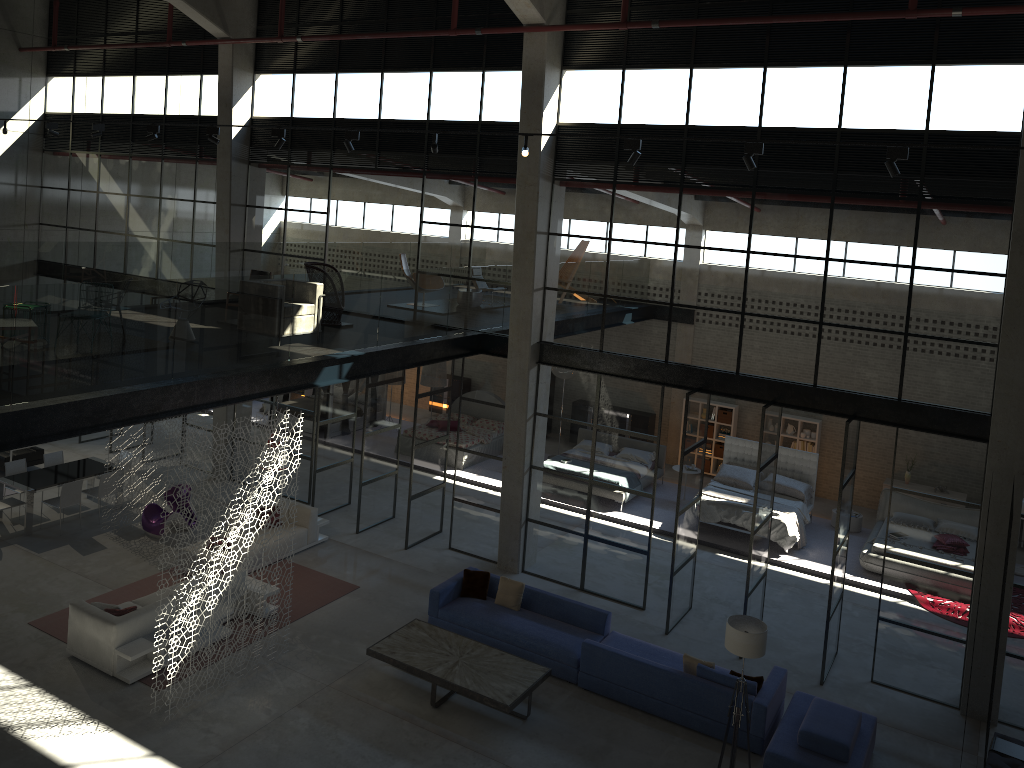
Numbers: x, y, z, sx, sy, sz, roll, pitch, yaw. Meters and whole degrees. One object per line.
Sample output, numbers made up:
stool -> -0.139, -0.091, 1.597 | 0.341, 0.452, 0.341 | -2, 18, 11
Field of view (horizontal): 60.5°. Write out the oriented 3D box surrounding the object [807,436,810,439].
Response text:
object -> 6.572, 1.182, 19.476 | 0.065, 0.063, 0.067 | 3, 8, -13

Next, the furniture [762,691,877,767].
furniture -> 3.478, 3.982, 9.824 | 0.957, 0.548, 1.549 | 10, 12, 29

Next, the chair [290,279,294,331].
chair -> -3.332, -1.055, 12.622 | 0.811, 0.824, 0.990 | 8, 9, 29

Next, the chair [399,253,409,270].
chair -> -1.799, -2.132, 18.001 | 0.975, 1.018, 0.803 | 0, 8, -32

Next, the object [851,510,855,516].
object -> 6.751, 2.554, 17.467 | 0.170, 0.089, 0.169 | 13, 13, 42

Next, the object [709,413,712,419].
object -> 4.654, 0.744, 20.756 | 0.184, 0.130, 0.188 | 3, 9, -7

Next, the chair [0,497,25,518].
chair -> -8.405, 2.013, 14.492 | 0.423, 0.862, 0.548 | 7, 6, 29

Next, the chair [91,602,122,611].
chair -> -5.088, 2.868, 11.115 | 0.391, 0.269, 0.323 | 5, 8, 5

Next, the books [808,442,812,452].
books -> 6.635, 1.448, 19.545 | 0.036, 0.329, 0.254 | 6, 6, 29

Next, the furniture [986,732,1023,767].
furniture -> 5.442, 4.277, 9.525 | 0.514, 0.450, 0.966 | 10, 11, 34

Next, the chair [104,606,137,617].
chair -> -4.865, 2.907, 10.959 | 0.401, 0.332, 0.287 | 2, 7, -15

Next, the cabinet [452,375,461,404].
cabinet -> -1.724, 0.367, 24.344 | 1.049, 1.149, 0.452 | 8, 6, 30

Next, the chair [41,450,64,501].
chair -> -8.209, 1.728, 15.965 | 0.549, 0.862, 0.422 | 8, 6, 30

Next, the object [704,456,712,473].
object -> 4.568, 1.893, 20.745 | 0.326, 0.294, 0.326 | 9, 9, 29

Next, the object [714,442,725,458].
object -> 4.939, 1.549, 20.524 | 0.326, 0.294, 0.326 | 9, 9, 29

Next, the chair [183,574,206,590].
chair -> -4.340, 2.761, 11.835 | 0.270, 0.314, 0.397 | 6, 9, 16

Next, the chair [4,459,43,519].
chair -> -8.560, 1.825, 15.359 | 0.549, 0.862, 0.422 | 8, 6, 30

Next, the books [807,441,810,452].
books -> 6.610, 1.447, 19.559 | 0.020, 0.316, 0.254 | 6, 7, 29

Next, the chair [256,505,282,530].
chair -> -4.036, 2.219, 14.609 | 0.410, 0.332, 0.260 | 0, 8, -27

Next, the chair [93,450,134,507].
chair -> -7.378, 1.731, 16.260 | 0.423, 0.862, 0.548 | 7, 6, 29

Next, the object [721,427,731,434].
object -> 5.009, 1.091, 20.506 | 0.262, 0.132, 0.059 | 10, 7, 30

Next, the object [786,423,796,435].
object -> 6.270, 1.020, 19.709 | 0.165, 0.248, 0.168 | 3, 6, -15

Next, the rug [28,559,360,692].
rug -> -4.378, 3.149, 12.551 | 2.670, 0.020, 3.659 | 11, 13, 29

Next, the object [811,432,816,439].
object -> 6.731, 1.144, 19.542 | 0.142, 0.136, 0.143 | -3, 10, -42

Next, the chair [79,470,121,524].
chair -> -7.222, 1.919, 15.393 | 0.549, 0.862, 0.422 | 8, 6, 30

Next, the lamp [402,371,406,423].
lamp -> -2.999, 0.222, 22.262 | 0.800, 1.906, 0.691 | 3, 5, -18

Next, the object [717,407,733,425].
object -> 5.009, 0.747, 20.473 | 0.326, 0.294, 0.326 | 9, 9, 29

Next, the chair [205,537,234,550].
chair -> -4.537, 2.459, 13.609 | 0.414, 0.107, 0.414 | 2, 11, -14

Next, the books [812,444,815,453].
books -> 6.693, 1.488, 19.502 | 0.022, 0.272, 0.254 | 6, 7, 29

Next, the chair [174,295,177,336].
chair -> -4.518, -1.005, 12.012 | 0.564, 0.793, 0.614 | 4, 6, -3

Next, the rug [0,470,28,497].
rug -> -10.645, 1.949, 16.124 | 2.430, 0.025, 3.419 | 11, 13, 29

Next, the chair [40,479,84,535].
chair -> -7.574, 2.015, 14.788 | 0.549, 0.862, 0.422 | 8, 6, 30

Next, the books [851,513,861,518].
books -> 6.778, 2.591, 17.445 | 0.230, 0.046, 0.302 | 12, 14, 35

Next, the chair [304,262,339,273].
chair -> -3.104, -1.491, 14.463 | 0.687, 0.977, 0.839 | 4, 7, 0

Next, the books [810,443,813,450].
books -> 6.665, 1.472, 19.548 | 0.020, 0.278, 0.254 | 6, 7, 29

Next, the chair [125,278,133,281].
chair -> -5.416, -1.013, 11.673 | 0.646, 0.811, 0.588 | 1, 7, -25

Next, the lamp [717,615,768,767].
lamp -> 2.392, 3.440, 9.318 | 0.432, 1.727, 0.671 | 6, 5, 27

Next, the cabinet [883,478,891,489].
cabinet -> 8.567, 2.519, 18.277 | 1.565, 0.692, 0.534 | 10, 8, 30

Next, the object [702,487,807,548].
object -> 4.463, 2.504, 16.769 | 2.302, 0.652, 0.656 | 11, 10, 33

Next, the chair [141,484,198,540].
chair -> -5.845, 2.158, 15.025 | 0.661, 0.741, 0.802 | 8, 9, 29

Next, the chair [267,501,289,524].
chair -> -3.954, 2.187, 14.796 | 0.380, 0.334, 0.257 | 0, 7, -26

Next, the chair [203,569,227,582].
chair -> -4.157, 2.726, 12.078 | 0.270, 0.319, 0.398 | 8, 9, 31

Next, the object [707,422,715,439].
object -> 4.635, 1.079, 20.694 | 0.326, 0.294, 0.326 | 9, 9, 29

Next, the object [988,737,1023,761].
object -> 5.537, 4.078, 9.630 | 0.523, 0.098, 0.302 | 12, 13, 34

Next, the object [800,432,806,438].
object -> 6.478, 1.139, 19.531 | 0.117, 0.111, 0.116 | 9, 9, 32

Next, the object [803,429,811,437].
object -> 6.589, 1.100, 19.624 | 0.174, 0.167, 0.177 | 4, 8, -3

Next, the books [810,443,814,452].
books -> 6.677, 1.475, 19.521 | 0.027, 0.285, 0.254 | 6, 7, 29

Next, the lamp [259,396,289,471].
lamp -> -3.534, 0.693, 13.160 | 0.444, 1.090, 0.440 | 8, 6, 38

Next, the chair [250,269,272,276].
chair -> -4.166, -1.393, 13.998 | 0.524, 0.816, 0.560 | 8, 7, 29
